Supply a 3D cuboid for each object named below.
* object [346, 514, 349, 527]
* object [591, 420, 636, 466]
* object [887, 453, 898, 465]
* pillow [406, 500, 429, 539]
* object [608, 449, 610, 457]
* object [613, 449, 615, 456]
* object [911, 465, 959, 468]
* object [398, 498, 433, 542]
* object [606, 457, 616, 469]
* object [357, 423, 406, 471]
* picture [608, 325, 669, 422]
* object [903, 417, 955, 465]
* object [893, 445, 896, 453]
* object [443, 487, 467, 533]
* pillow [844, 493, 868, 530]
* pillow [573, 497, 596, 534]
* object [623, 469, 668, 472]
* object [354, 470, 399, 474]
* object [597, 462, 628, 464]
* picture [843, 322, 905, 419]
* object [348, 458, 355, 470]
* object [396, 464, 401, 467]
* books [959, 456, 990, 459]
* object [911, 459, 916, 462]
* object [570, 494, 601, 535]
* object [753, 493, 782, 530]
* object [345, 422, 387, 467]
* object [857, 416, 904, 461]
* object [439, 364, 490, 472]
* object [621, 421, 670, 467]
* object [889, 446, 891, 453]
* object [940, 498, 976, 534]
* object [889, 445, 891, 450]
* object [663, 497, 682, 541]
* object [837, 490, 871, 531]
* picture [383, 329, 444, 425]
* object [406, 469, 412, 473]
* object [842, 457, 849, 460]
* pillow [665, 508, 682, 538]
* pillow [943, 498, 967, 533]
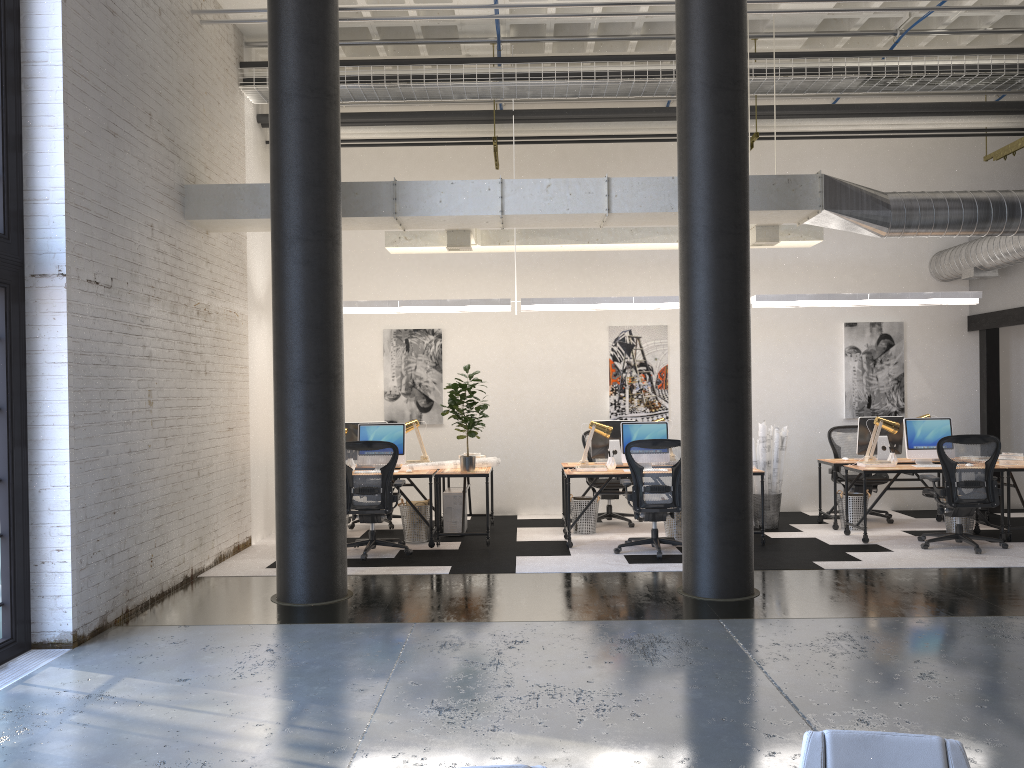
[{"bbox_3d":[-1.901,1.407,9.554,0.358,0.435,0.353,-1,0,-3],"label":"object"},{"bbox_3d":[1.100,0.636,9.583,0.483,0.485,0.189,-1,0,1],"label":"object"},{"bbox_3d":[3.919,0.772,9.131,0.101,0.127,0.101,-1,0,-44],"label":"object"},{"bbox_3d":[-0.982,1.404,9.177,0.239,0.406,0.119,-1,0,1],"label":"pillow"},{"bbox_3d":[1.006,0.771,9.116,0.008,0.207,0.054,-1,0,-34],"label":"object"},{"bbox_3d":[1.034,0.770,9.124,0.054,0.207,0.008,-1,0,-16],"label":"object"},{"bbox_3d":[4.229,0.819,8.846,0.439,0.017,0.118,-1,0,1],"label":"object"},{"bbox_3d":[-0.988,1.390,9.098,0.358,0.435,0.353,-1,0,-3],"label":"object"},{"bbox_3d":[1.021,0.813,9.117,0.101,0.127,0.101,-1,0,-44],"label":"object"},{"bbox_3d":[-1.327,0.644,9.055,0.483,0.485,0.189,-1,0,1],"label":"object"},{"bbox_3d":[1.562,-0.128,10.967,0.731,1.183,0.049,-1,0,1],"label":"picture"},{"bbox_3d":[4.253,0.587,9.067,0.483,0.485,0.189,-1,0,1],"label":"object"},{"bbox_3d":[3.932,0.730,9.138,0.054,0.207,0.008,-1,0,-16],"label":"object"},{"bbox_3d":[-0.616,1.383,9.676,0.221,0.455,0.544,-1,0,1],"label":"object"},{"bbox_3d":[3.674,1.363,9.487,0.239,0.406,0.119,-1,0,1],"label":"pillow"},{"bbox_3d":[0.777,1.403,9.472,0.239,0.406,0.119,-1,0,1],"label":"pillow"},{"bbox_3d":[1.331,0.860,8.831,0.439,0.017,0.118,-1,0,1],"label":"object"},{"bbox_3d":[-1.351,0.876,8.835,0.439,0.017,0.118,-1,0,1],"label":"object"},{"bbox_3d":[1.131,0.871,9.807,0.439,0.017,0.118,-1,0,1],"label":"object"},{"bbox_3d":[4.461,-0.169,10.937,0.731,1.183,0.049,-1,0,1],"label":"picture"},{"bbox_3d":[-1.661,0.829,9.120,0.101,0.127,0.101,-1,0,-44],"label":"object"},{"bbox_3d":[-1.243,0.827,9.524,0.101,0.127,0.101,-1,0,-44],"label":"object"},{"bbox_3d":[5.101,0.812,9.768,0.200,0.024,0.235,-1,-1,-26],"label":"books"},{"bbox_3d":[4.337,0.770,9.535,0.101,0.127,0.101,-1,0,-44],"label":"object"},{"bbox_3d":[0.782,1.391,9.551,0.358,0.435,0.353,-1,0,-3],"label":"object"},{"bbox_3d":[2.783,1.394,9.744,0.353,0.398,0.353,-1,0,-44],"label":"object"},{"bbox_3d":[-1.583,0.653,9.587,0.483,0.485,0.189,-1,0,1],"label":"object"},{"bbox_3d":[3.997,0.596,9.598,0.483,0.485,0.189,-1,0,1],"label":"object"},{"bbox_3d":[-0.467,0.335,8.820,0.513,1.077,0.438,-1,0,-9],"label":"object"},{"bbox_3d":[1.356,0.628,9.052,0.483,0.485,0.189,-1,0,1],"label":"object"},{"bbox_3d":[3.904,0.730,9.130,0.008,0.207,0.054,-1,0,-34],"label":"object"},{"bbox_3d":[4.592,1.333,9.109,0.358,0.435,0.353,-1,0,-3],"label":"object"},{"bbox_3d":[3.908,0.731,9.142,0.008,0.207,0.054,-1,0,-12],"label":"object"},{"bbox_3d":[1.695,1.374,9.094,0.358,0.435,0.353,-1,0,-3],"label":"object"},{"bbox_3d":[3.679,1.350,9.566,0.358,0.435,0.353,-1,0,-3],"label":"object"},{"bbox_3d":[-1.222,-0.088,10.995,0.731,1.183,0.049,-1,0,1],"label":"picture"},{"bbox_3d":[-1.024,0.864,8.824,0.059,0.029,0.106,-1,0,2],"label":"object"},{"bbox_3d":[3.700,0.828,9.832,0.059,0.029,0.106,-1,0,2],"label":"object"},{"bbox_3d":[1.701,1.388,9.173,0.239,0.406,0.119,-1,0,1],"label":"pillow"},{"bbox_3d":[4.598,1.347,9.188,0.239,0.406,0.119,-1,0,1],"label":"pillow"}]
